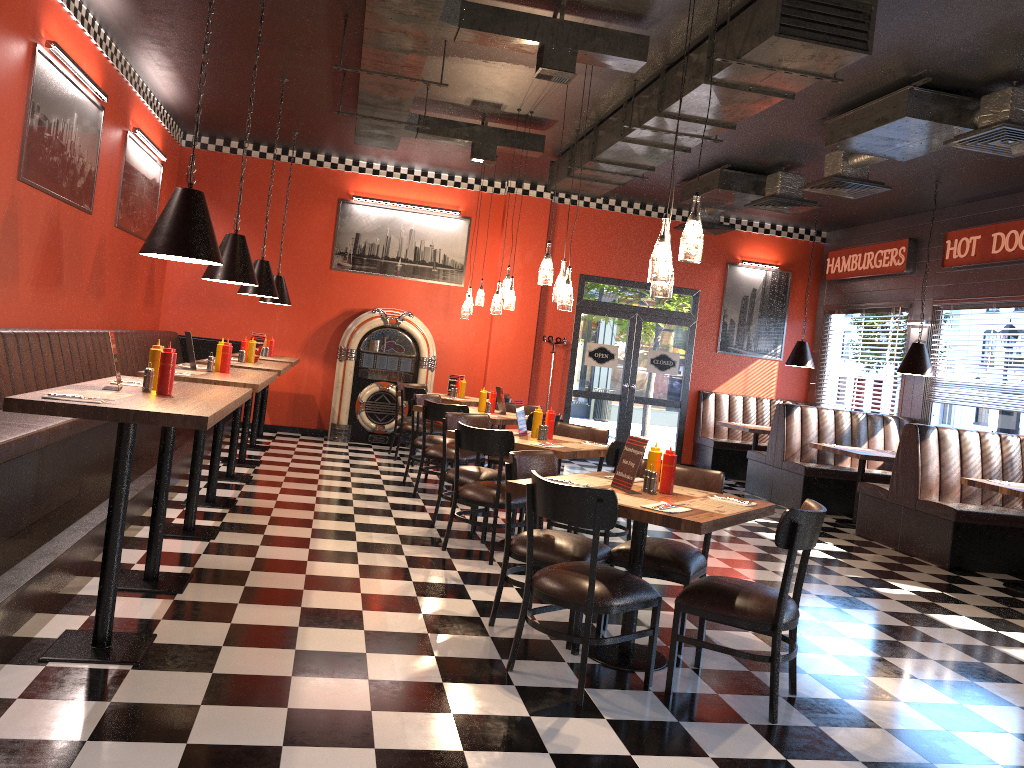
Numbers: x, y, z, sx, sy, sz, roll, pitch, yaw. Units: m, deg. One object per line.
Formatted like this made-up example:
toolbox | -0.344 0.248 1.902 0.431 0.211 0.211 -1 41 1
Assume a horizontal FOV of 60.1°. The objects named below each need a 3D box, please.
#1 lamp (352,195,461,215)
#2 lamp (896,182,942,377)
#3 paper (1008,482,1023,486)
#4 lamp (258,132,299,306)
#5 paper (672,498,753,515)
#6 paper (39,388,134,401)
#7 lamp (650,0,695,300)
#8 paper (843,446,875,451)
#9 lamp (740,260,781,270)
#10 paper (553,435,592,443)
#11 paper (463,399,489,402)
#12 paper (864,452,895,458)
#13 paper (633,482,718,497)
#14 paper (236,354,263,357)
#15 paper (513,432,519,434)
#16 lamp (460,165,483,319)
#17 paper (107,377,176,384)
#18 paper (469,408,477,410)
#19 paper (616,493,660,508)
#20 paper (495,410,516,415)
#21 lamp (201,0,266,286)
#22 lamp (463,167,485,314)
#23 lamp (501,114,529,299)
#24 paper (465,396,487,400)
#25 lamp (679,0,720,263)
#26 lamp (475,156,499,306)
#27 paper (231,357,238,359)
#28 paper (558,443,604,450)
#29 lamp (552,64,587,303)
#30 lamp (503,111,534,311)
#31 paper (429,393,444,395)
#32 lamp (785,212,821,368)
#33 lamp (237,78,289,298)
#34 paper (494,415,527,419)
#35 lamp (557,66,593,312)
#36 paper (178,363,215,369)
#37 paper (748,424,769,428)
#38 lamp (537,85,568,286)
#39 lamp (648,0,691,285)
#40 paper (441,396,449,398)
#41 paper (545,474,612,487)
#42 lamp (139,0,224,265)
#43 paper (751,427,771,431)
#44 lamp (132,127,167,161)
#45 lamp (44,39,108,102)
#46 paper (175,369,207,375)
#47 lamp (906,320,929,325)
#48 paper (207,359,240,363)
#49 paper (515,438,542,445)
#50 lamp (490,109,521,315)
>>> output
lamp | -1.399 -2.377 11.796 1.443 0.056 0.081 6 1 -11
lamp | 4.359 -1.112 9.327 0.381 2.045 0.383 7 -1 -30
paper | 4.253 0.833 7.223 0.365 0.001 0.261 6 2 -11
lamp | -2.684 -1.965 10.485 0.383 2.045 0.381 6 -1 30
paper | 0.920 0.557 4.048 0.261 0.001 0.364 8 2 34
paper | -1.707 0.042 3.589 0.261 0.001 0.366 6 2 -9
lamp | 0.828 -1.389 4.266 0.109 1.966 0.108 6 -1 35
paper | 3.707 0.691 9.528 0.365 0.001 0.261 6 2 -9
lamp | 3.579 -1.721 12.781 0.610 0.056 0.081 6 1 -11
paper | 0.383 0.407 6.615 0.366 0.001 0.260 8 2 32
paper | -0.415 0.191 10.226 0.261 0.001 0.364 8 2 33
paper | 3.772 0.721 8.885 0.365 0.001 0.261 6 2 -10
paper | 0.822 0.531 4.485 0.366 0.001 0.260 8 2 33
paper | -2.938 -0.317 9.919 0.261 0.001 0.366 6 2 -9
paper | -0.077 0.358 6.498 0.261 0.001 0.364 8 2 35
lamp | -0.452 -1.752 10.550 0.108 1.966 0.108 7 -1 -30
paper | -1.885 -0.011 4.533 0.261 0.001 0.366 6 2 -9
paper | -0.532 0.233 8.622 0.261 0.001 0.364 8 2 33
paper | 0.470 0.508 3.951 0.366 0.001 0.260 8 2 36
paper | -0.076 0.283 8.698 0.366 0.001 0.260 8 2 32
lamp | -1.830 -1.718 6.135 0.383 2.045 0.381 6 -1 30
lamp | -0.408 -1.802 10.433 0.109 1.966 0.108 6 -1 31
lamp | 0.050 -1.797 8.528 0.109 1.966 0.108 6 -1 35
paper | -0.486 0.167 10.686 0.366 0.001 0.260 8 2 33
lamp | 0.937 -1.544 4.117 0.108 1.966 0.108 7 -1 -20
lamp | -0.273 -1.901 10.479 0.108 1.966 0.108 6 -1 21
paper | -2.737 -0.253 8.719 0.261 0.001 0.366 6 2 -9
paper | 0.463 0.432 6.157 0.261 0.001 0.364 8 2 32
lamp | 0.456 -1.566 6.448 0.109 1.966 0.108 6 -1 31
lamp | 0.082 -1.676 8.404 0.108 1.966 0.108 7 -1 -29
paper | -0.948 0.118 10.577 0.261 0.001 0.364 8 2 36
lamp | 3.900 -1.245 11.665 0.383 2.045 0.381 6 -1 37
lamp | -2.252 -1.840 8.285 0.383 2.045 0.381 6 -1 30
paper | 0.029 0.310 8.262 0.261 0.001 0.364 8 2 33
lamp | 0.486 -1.499 6.330 0.108 1.966 0.108 7 -1 0
paper | -2.341 -0.137 6.662 0.261 0.001 0.366 6 2 -9
paper | 3.240 0.557 11.872 0.365 0.001 0.261 6 2 -11
lamp | 0.347 -1.690 6.404 0.108 1.966 0.109 7 -1 -39
lamp | 0.798 -1.448 4.149 0.108 1.966 0.108 7 -1 -24
paper | -0.848 0.145 10.125 0.366 0.001 0.260 8 2 33
paper | 0.365 0.480 4.417 0.261 0.001 0.364 8 2 34
lamp | -1.457 -1.610 4.234 0.383 2.045 0.381 6 -1 30
paper | 3.261 0.582 11.234 0.365 0.001 0.261 6 2 -14
lamp | -3.861 -2.546 9.449 0.081 0.056 1.446 6 2 -11
lamp | -3.352 -2.398 6.853 0.081 0.056 1.446 6 2 -11
paper | -2.132 -0.080 5.717 0.261 0.001 0.366 6 2 -9
lamp | 4.876 -0.736 10.651 0.081 0.056 0.335 6 2 -11
paper | -2.557 -0.201 7.817 0.261 0.001 0.366 6 2 -9
paper | 0.032 0.386 6.047 0.366 0.001 0.260 8 2 32
lamp | -0.042 -1.630 8.366 0.108 1.966 0.108 7 -1 0
